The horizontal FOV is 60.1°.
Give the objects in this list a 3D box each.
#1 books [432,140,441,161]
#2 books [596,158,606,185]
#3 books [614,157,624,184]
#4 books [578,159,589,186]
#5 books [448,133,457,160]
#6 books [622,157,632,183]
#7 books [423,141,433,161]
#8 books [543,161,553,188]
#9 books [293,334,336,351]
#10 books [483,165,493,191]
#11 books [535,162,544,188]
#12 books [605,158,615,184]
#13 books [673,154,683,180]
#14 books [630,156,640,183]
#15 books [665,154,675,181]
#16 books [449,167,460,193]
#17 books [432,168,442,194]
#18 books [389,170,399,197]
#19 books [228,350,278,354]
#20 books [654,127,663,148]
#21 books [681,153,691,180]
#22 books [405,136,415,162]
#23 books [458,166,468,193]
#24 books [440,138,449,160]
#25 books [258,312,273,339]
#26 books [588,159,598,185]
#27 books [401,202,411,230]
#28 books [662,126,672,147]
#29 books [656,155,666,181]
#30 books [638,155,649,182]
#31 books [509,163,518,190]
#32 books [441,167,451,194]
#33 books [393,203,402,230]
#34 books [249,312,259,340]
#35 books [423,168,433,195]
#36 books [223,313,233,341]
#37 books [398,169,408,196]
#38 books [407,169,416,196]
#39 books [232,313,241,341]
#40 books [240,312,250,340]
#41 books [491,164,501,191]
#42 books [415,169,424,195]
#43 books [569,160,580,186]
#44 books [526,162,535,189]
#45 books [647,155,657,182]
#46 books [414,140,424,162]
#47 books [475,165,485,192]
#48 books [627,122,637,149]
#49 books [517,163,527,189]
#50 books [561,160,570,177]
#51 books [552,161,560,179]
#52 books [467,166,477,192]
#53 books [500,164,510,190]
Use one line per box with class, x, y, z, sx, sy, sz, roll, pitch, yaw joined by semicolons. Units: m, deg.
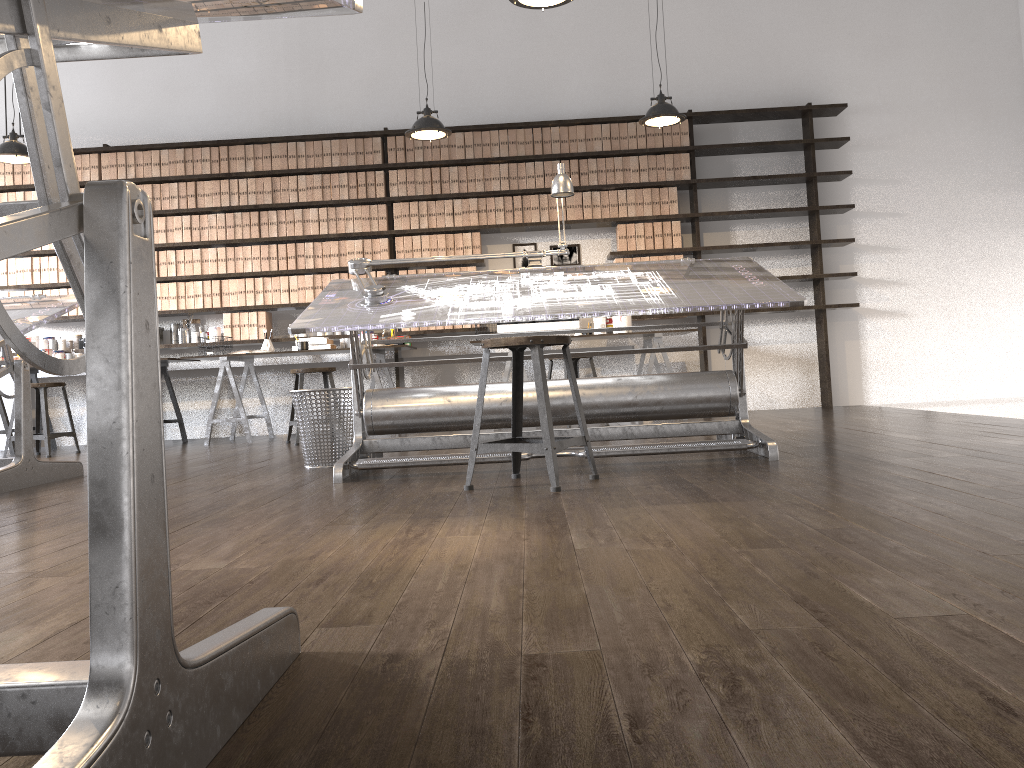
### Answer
books;-0.615;-1.921;7.281;0.067;0.226;0.174;-3;-1;1
books;0.727;-1.715;7.246;0.067;0.226;0.174;-3;-1;1
books;0.865;-1.722;7.237;0.067;0.226;0.174;-3;-1;1
books;0.585;-1.708;7.249;0.067;0.226;0.174;-3;-1;1
books;-0.481;-1.928;7.277;0.067;0.226;0.174;-3;-1;1
books;0.932;-1.726;7.241;0.067;0.226;0.174;-3;-1;1
books;-0.686;-1.917;7.282;0.067;0.226;0.174;-3;-1;1
books;0.297;-1.692;7.247;0.067;0.226;0.174;-3;-1;1
books;-1.552;-0.319;6.907;0.294;0.148;0.385;-3;0;1
books;-0.192;-1.666;7.260;0.067;0.226;0.174;-3;-1;1
books;0.225;-1.688;7.248;0.067;0.226;0.174;-3;-1;1
books;0.798;-1.719;7.244;0.067;0.226;0.174;-3;-1;1
books;1.343;-1.748;7.234;0.067;0.226;0.174;-3;-1;1
books;0.995;-1.729;7.238;0.067;0.226;0.174;-3;-1;1
books;1.276;-1.744;7.230;0.067;0.226;0.174;-3;-1;1
books;-0.467;-1.651;7.262;0.067;0.226;0.174;-3;-1;1
books;-0.613;-1.643;7.264;0.067;0.226;0.174;-3;-1;1
books;-0.960;-1.625;7.272;0.067;0.226;0.174;-3;-1;1
books;-1.949;-0.240;6.734;0.354;0.029;0.256;-3;0;1
books;1.184;-2.018;7.248;0.067;0.226;0.174;-3;-1;1
books;1.406;-1.751;7.231;0.067;0.226;0.174;-3;-1;1
books;-0.827;-1.910;7.285;0.067;0.226;0.174;-3;-1;1
books;-0.396;-1.655;7.265;0.067;0.226;0.174;-3;-1;1
books;-0.548;-1.925;7.273;0.067;0.226;0.174;-3;-1;1
books;-2.018;-0.475;7.246;0.067;0.226;0.174;-3;-1;1
books;0.656;-1.711;7.243;0.067;0.226;0.174;-3;-1;1
books;-0.860;-1.360;7.255;0.067;0.226;0.174;-3;-1;1
books;1.259;-2.022;7.248;0.067;0.226;0.174;-3;-1;1
books;1.207;-1.741;7.239;0.067;0.226;0.174;-3;-1;1
books;1.067;-1.733;7.235;0.067;0.226;0.174;-3;-1;1
books;0.014;-1.677;7.257;0.067;0.226;0.174;-3;-1;1
books;-0.538;-1.647;7.268;0.067;0.226;0.174;-3;-1;1
books;-0.923;-1.357;7.260;0.067;0.226;0.174;-3;-1;1
books;-2.089;-0.471;7.242;0.067;0.226;0.174;-3;-1;1
books;-0.687;-1.639;7.270;0.067;0.226;0.174;-3;-1;1
books;-2.298;-0.460;7.244;0.067;0.226;0.174;-3;-1;1
books;-0.888;-1.628;7.267;0.067;0.226;0.174;-3;-1;1
books;-0.815;-1.632;7.266;0.067;0.226;0.174;-3;-1;1
books;-2.231;-0.464;7.249;0.067;0.226;0.174;-3;-1;1
books;-2.160;-0.467;7.248;0.067;0.226;0.174;-3;-1;1
books;-0.129;-1.669;7.257;0.067;0.226;0.174;-3;-1;1
books;-0.752;-1.636;7.269;0.067;0.226;0.174;-3;-1;1
books;0.510;-1.704;7.244;0.067;0.226;0.174;-3;-1;1
books;0.153;-1.684;7.253;0.067;0.226;0.174;-3;-1;1
books;1.137;-1.737;7.238;0.067;0.226;0.174;-3;-1;1
books;-0.756;-1.913;7.279;0.067;0.226;0.174;-3;-1;1
books;-0.258;-1.662;7.257;0.067;0.226;0.174;-3;-1;1
books;0.977;-2.006;7.251;0.067;0.226;0.174;-3;-1;1
books;0.083;-1.681;7.258;0.067;0.226;0.174;-3;-1;1
books;0.437;-1.699;7.251;0.067;0.226;0.174;-3;-1;1
books;0.361;-1.696;7.250;0.067;0.226;0.174;-3;-1;1
books;-0.325;-1.659;7.264;0.067;0.226;0.174;-3;-1;1
books;-0.056;-1.673;7.254;0.067;0.226;0.174;-3;-1;1
